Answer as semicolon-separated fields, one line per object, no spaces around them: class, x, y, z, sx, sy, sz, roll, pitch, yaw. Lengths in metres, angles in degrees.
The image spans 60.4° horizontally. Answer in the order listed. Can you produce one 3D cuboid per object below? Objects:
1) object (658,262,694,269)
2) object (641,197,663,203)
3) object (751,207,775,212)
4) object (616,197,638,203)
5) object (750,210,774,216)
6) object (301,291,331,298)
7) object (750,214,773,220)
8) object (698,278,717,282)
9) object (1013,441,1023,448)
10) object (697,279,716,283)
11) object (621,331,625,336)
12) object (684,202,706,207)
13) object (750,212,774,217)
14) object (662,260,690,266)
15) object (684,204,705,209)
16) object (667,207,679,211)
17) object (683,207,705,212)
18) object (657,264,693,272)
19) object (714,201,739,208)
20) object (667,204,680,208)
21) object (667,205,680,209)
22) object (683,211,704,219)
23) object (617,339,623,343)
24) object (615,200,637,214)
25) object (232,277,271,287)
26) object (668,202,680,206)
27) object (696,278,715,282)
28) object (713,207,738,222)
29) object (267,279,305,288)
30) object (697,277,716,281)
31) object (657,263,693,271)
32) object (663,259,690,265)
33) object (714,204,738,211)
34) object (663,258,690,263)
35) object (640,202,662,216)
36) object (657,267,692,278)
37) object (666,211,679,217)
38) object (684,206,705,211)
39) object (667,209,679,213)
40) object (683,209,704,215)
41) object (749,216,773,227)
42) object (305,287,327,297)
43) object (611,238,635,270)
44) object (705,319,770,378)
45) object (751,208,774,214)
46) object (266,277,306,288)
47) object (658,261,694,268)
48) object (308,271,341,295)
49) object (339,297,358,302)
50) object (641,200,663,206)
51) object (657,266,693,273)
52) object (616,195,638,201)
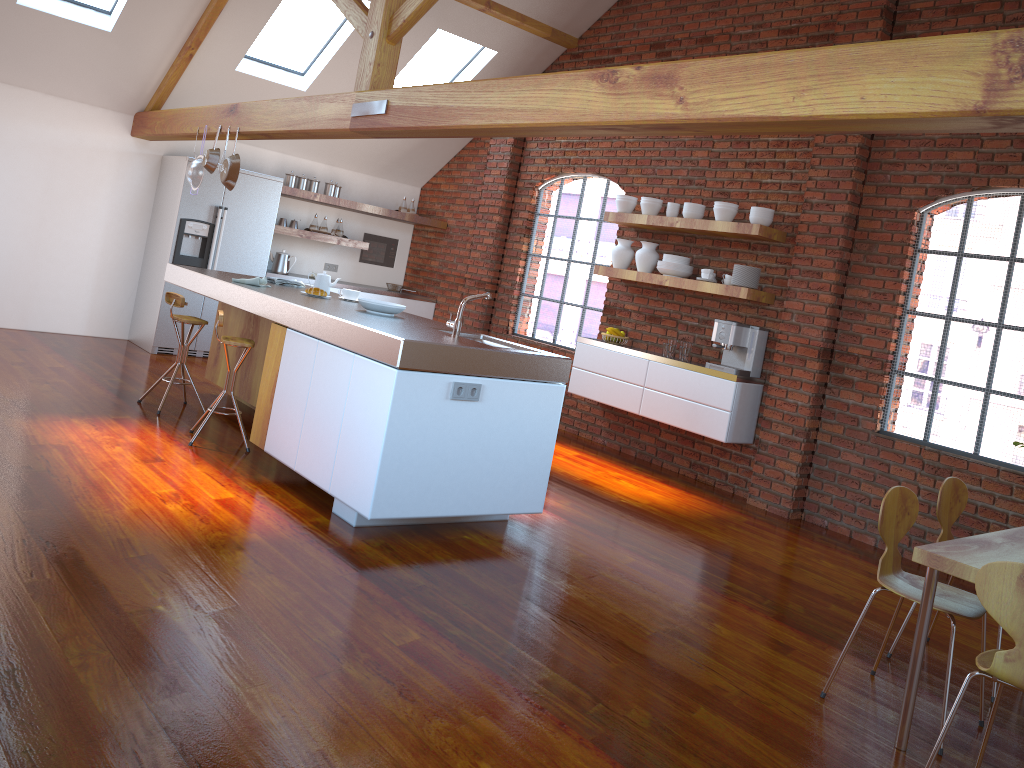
object;1.268;-0.897;6.854;0.285;0.055;0.280;15;8;33
object;1.123;-1.442;7.102;0.180;0.103;0.182;10;5;-4
object;1.792;-1.224;6.304;0.165;0.061;0.166;11;6;-1
object;0.938;-1.473;7.268;0.180;0.103;0.182;10;5;-4
object;1.787;-1.199;6.304;0.165;0.061;0.166;11;6;-1
object;-1.238;-0.560;5.557;0.193;0.014;0.197;8;7;-19
object;1.782;-1.173;6.304;0.165;0.061;0.166;11;6;-1
object;1.452;-0.771;6.561;0.154;0.012;0.154;12;7;11
object;1.715;0.352;2.613;0.427;0.520;0.389;11;2;5
object;1.450;-0.763;6.561;0.154;0.012;0.154;12;7;11
object;0.911;-0.413;7.268;0.047;0.046;0.055;11;4;1
object;1.408;-1.356;6.799;0.164;0.061;0.168;5;8;-45
object;1.785;-1.186;6.304;0.165;0.061;0.166;11;6;-1
object;1.272;-0.916;6.854;0.217;0.055;0.212;16;8;41
object;1.406;-1.343;6.799;0.164;0.061;0.168;5;8;-45
object;1.273;-1.364;6.982;0.098;0.061;0.099;11;5;-1
object;1.401;-1.318;6.799;0.164;0.061;0.168;5;8;-45
object;1.265;-0.878;6.853;0.285;0.055;0.280;15;8;33
object;1.584;-1.286;6.531;0.181;0.103;0.180;12;5;20
object;1.278;-1.389;6.983;0.098;0.061;0.099;11;5;-1
object;1.276;-1.377;6.982;0.098;0.061;0.099;11;5;-1
object;1.395;-1.289;6.799;0.164;0.061;0.168;5;8;-45
object;0.883;-0.373;7.296;0.069;0.069;0.069;9;4;-31
object;0.934;-1.452;7.268;0.180;0.103;0.182;10;5;-4
object;-1.643;-0.660;5.553;0.197;0.061;0.204;12;6;12
object;1.281;-1.402;6.983;0.098;0.061;0.099;11;5;-1
object;1.451;-0.767;6.561;0.154;0.012;0.154;12;7;11
object;1.576;-1.243;6.531;0.181;0.103;0.180;12;5;20
object;-1.616;-0.717;6.269;0.233;0.026;0.165;12;7;15
object;1.453;-0.776;6.561;0.154;0.012;0.154;12;7;11
object;1.267;-0.888;6.854;0.285;0.055;0.280;15;8;33
object;1.274;-0.926;6.854;0.217;0.055;0.212;16;8;41
object;1.580;-1.264;6.531;0.181;0.103;0.180;12;5;20
object;1.276;-0.938;6.854;0.217;0.055;0.212;16;8;41
object;1.114;-1.398;7.102;0.180;0.103;0.182;10;5;-4
object;1.261;-0.856;6.853;0.285;0.055;0.280;15;8;33
object;1.268;-1.334;6.982;0.098;0.061;0.099;11;5;-1
object;1.403;-1.332;6.799;0.164;0.061;0.168;5;8;-45
object;1.271;-1.351;6.982;0.098;0.061;0.099;11;5;-1
object;1.398;-1.305;6.799;0.164;0.061;0.168;5;8;-45
object;1.779;-1.157;6.304;0.165;0.061;0.166;11;6;-1
object;-1.237;-0.585;5.569;0.137;0.051;0.063;8;4;-21
object;0.919;-1.074;7.317;0.192;0.249;0.193;11;2;-1
object;1.606;-0.266;6.333;0.375;0.370;0.274;8;3;-40
object;1.789;-1.211;6.304;0.165;0.061;0.166;11;6;-1
object;-1.602;-0.725;6.235;0.230;0.050;0.167;5;8;-40
object;1.270;-0.907;6.854;0.285;0.055;0.280;15;8;33
object;-1.270;-0.682;5.928;0.195;0.155;0.119;8;3;-34
object;-1.062;-0.551;5.763;0.153;0.012;0.155;9;7;-12
object;1.118;-1.419;7.102;0.180;0.103;0.182;10;5;-4
object;1.263;-0.867;6.853;0.285;0.055;0.280;15;8;33
object;0.942;-1.496;7.268;0.180;0.103;0.182;10;5;-4
